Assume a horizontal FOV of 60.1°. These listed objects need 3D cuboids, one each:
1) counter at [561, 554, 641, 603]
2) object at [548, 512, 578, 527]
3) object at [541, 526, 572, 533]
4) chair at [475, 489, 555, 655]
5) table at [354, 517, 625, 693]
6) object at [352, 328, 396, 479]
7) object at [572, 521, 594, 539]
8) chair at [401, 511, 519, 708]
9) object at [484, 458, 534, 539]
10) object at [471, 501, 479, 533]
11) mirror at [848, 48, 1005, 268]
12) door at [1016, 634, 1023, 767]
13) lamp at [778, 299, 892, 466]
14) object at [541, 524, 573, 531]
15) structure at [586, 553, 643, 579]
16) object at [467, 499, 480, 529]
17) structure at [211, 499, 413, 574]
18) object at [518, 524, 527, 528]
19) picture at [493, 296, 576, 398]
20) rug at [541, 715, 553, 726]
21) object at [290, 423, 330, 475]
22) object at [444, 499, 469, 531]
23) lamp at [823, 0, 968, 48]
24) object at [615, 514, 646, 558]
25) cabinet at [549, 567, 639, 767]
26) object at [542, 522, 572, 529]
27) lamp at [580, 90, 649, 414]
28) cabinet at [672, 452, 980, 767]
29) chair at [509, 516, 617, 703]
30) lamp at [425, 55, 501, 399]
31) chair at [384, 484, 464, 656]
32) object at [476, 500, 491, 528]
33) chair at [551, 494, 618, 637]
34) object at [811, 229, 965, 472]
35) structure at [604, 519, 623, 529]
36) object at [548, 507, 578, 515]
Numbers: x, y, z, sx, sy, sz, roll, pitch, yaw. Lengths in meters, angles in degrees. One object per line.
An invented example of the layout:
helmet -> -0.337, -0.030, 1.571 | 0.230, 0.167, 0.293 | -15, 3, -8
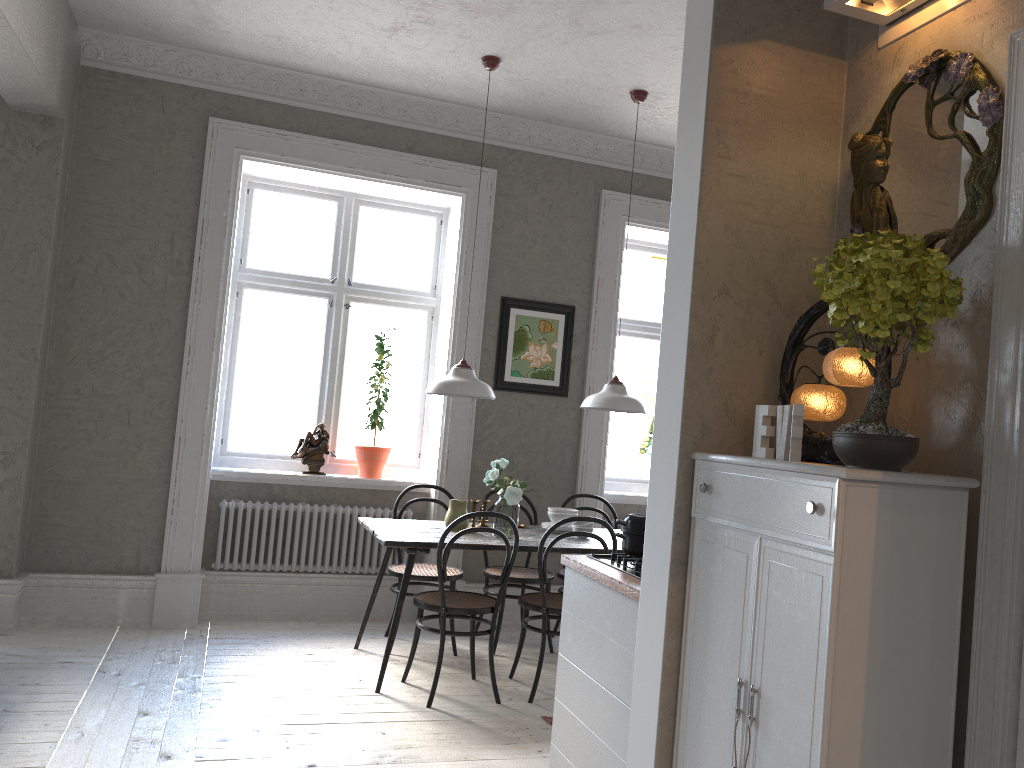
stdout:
counter -> 1.562, 0.837, 4.656 | 3.434, 0.039, 3.120 | 6, -3, -18
object -> 0.292, 0.795, 5.151 | 0.183, 0.094, 0.176 | 6, -3, -27
object -> 0.288, 0.848, 5.148 | 0.237, 0.027, 0.237 | 5, -3, 0
chair -> 0.021, 1.123, 5.385 | 0.444, 0.921, 0.541 | 6, -3, -20
table -> 0.134, 1.205, 4.918 | 1.945, 0.735, 0.893 | 6, -3, -19
object -> -0.881, 0.116, 5.785 | 0.266, 0.991, 0.274 | 4, -3, 21
object -> 0.396, 0.802, 4.960 | 0.128, 0.119, 0.124 | 5, -3, -2
chair -> -0.249, 1.051, 4.315 | 0.444, 0.921, 0.541 | 6, -3, -20
object -> -0.028, 0.604, 4.687 | 0.255, 0.414, 0.307 | 6, -3, -20
object -> -0.208, 0.720, 4.815 | 0.059, 0.167, 0.059 | 5, -3, -5
mirror -> 1.045, -0.568, 2.303 | 0.072, 0.593, 0.526 | 6, -3, -17
door -> 1.194, 0.388, 1.515 | 0.081, 2.183, 0.741 | 6, -3, -18
lamp -> 0.836, 0.047, 2.330 | 0.173, 0.558, 0.446 | 5, -3, -9
object -> 0.289, 0.839, 5.148 | 0.232, 0.027, 0.242 | 3, -3, 40
structure -> 0.641, 0.658, 3.222 | 0.613, 0.031, 0.490 | 6, -3, -18
object -> -0.210, 0.723, 4.943 | 0.062, 0.172, 0.062 | 5, -3, 3
structure -> -1.212, 0.965, 5.549 | 1.240, 0.428, 0.146 | 6, -3, -21
object -> 0.024, 0.787, 5.241 | 0.142, 0.112, 0.136 | 7, -3, -36
picture -> 0.153, -0.242, 5.871 | 0.528, 0.620, 0.019 | 6, -3, -19
rug -> 0.845, 1.579, 3.933 | 1.305, 0.014, 0.726 | 6, -3, -18
object -> -1.282, 0.407, 5.637 | 0.240, 0.329, 0.118 | 6, -3, -17
object -> -0.303, 0.711, 4.840 | 0.146, 0.170, 0.138 | 3, -3, 33
lamp -> 1.011, -1.053, 2.296 | 0.222, 0.171, 0.410 | 6, -3, -18
object -> 0.491, 0.557, 3.251 | 0.197, 0.147, 0.186 | 7, -3, -38
cabinet -> 1.799, 1.252, 4.258 | 1.952, 0.854, 4.269 | 3, -3, 28
object -> 0.289, 0.831, 5.149 | 0.237, 0.027, 0.238 | 5, -3, 5
lamp -> 0.657, -0.768, 5.094 | 0.382, 1.859, 0.376 | 6, -3, -11
cabinet -> 0.701, 0.843, 2.167 | 0.389, 1.297, 0.657 | 6, -3, -18
chair -> 0.259, 1.103, 4.496 | 0.441, 0.921, 0.545 | 6, -3, -10
lamp -> -0.195, -0.854, 4.798 | 0.374, 1.859, 0.384 | 4, -3, 19
chair -> -0.507, 1.070, 5.198 | 0.441, 0.921, 0.545 | 6, -3, -10
object -> -0.159, 0.731, 5.024 | 0.098, 0.172, 0.094 | 7, -4, -37
chair -> 0.490, 1.170, 5.530 | 0.440, 0.921, 0.547 | 5, -3, -5
object -> 0.852, -0.080, 2.046 | 0.336, 0.553, 0.300 | 4, -3, 16
structure -> 1.202, 1.211, 6.388 | 1.240, 0.428, 0.146 | 6, -3, -21
object -> 0.294, 0.775, 5.152 | 0.183, 0.094, 0.176 | 6, -3, -27
